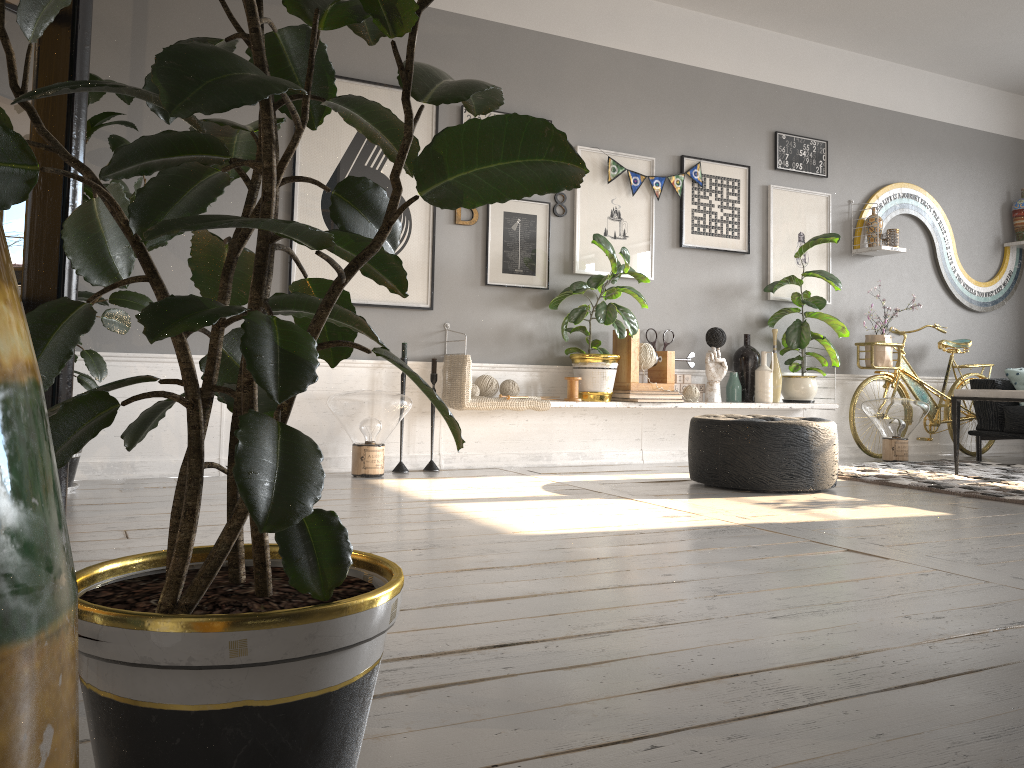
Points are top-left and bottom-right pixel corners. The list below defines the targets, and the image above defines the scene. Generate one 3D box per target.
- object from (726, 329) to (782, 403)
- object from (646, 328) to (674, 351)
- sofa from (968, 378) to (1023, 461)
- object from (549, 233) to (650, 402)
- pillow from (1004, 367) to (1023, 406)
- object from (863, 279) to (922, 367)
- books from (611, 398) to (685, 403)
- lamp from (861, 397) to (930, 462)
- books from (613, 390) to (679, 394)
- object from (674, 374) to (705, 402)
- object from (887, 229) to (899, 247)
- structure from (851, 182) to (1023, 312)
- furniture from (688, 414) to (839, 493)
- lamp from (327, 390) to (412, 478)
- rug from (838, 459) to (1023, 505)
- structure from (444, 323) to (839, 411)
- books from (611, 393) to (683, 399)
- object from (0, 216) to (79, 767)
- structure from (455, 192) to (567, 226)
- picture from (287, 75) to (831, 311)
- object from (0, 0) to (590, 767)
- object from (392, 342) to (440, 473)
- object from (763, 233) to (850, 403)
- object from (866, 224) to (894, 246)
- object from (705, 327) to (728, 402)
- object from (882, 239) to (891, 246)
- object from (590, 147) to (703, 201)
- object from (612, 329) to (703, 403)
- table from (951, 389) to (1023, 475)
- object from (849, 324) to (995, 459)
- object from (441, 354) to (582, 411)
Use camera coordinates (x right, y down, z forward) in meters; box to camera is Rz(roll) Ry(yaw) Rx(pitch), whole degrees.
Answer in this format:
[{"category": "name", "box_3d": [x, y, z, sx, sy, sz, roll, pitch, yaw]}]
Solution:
[{"category": "object", "box_3d": [1.588, -0.123, 5.801, 0.331, 0.490, 0.285, 0, -3, 23]}, {"category": "object", "box_3d": [0.941, -0.121, 5.635, 0.221, 0.465, 0.019, 3, -4, -27]}, {"category": "sofa", "box_3d": [4.179, 0.182, 5.534, 0.969, 0.800, 2.338, 2, 0, -28]}, {"category": "object", "box_3d": [0.522, -0.380, 5.204, 0.509, 0.967, 0.545, 4, -3, -42]}, {"category": "pillow", "box_3d": [3.853, -0.008, 6.074, 0.442, 0.363, 0.798, 2, -1, -45]}, {"category": "object", "box_3d": [2.754, -0.429, 6.355, 0.488, 0.643, 0.253, 2, -3, -9]}, {"category": "books", "box_3d": [0.813, 0.097, 5.396, 0.367, 0.021, 0.296, 1, 0, -33]}, {"category": "lamp", "box_3d": [2.616, 0.313, 6.042, 0.432, 0.439, 0.431, 1, -2, 4]}, {"category": "books", "box_3d": [0.798, 0.050, 5.397, 0.378, 0.017, 0.229, 1, 0, -30]}, {"category": "object", "box_3d": [1.115, 0.026, 5.676, 0.264, 0.174, 0.078, 2, -3, -21]}, {"category": "object", "box_3d": [2.764, -1.050, 6.419, 0.085, 0.140, 0.085, 3, -3, -34]}, {"category": "structure", "box_3d": [3.445, -1.061, 6.836, 2.020, 0.959, 0.266, 1, -3, -27]}, {"category": "furniture", "box_3d": [1.270, 0.336, 4.498, 0.734, 0.358, 0.735, 2, 0, -40]}, {"category": "lamp", "box_3d": [-0.731, 0.250, 4.521, 0.432, 0.439, 0.431, 1, -2, -5]}, {"category": "rug", "box_3d": [2.905, 0.536, 4.661, 1.768, 0.034, 2.524, 1, 0, -27]}, {"category": "structure", "box_3d": [0.915, -0.079, 5.489, 2.772, 0.488, 0.307, 1, -2, -27]}, {"category": "books", "box_3d": [0.805, 0.072, 5.388, 0.383, 0.029, 0.260, 1, 0, -26]}, {"category": "object", "box_3d": [-0.270, -0.053, 0.328, 0.215, 1.128, 0.215, 3, -4, -33]}, {"category": "structure", "box_3d": [0.004, -1.041, 5.240, 0.738, 0.264, 0.024, 1, -3, -27]}, {"category": "picture", "box_3d": [-0.046, -1.132, 2.959, 7.284, 1.801, 4.034, 1, 0, -27]}, {"category": "object", "box_3d": [-1.135, -0.421, 2.370, 1.010, 1.800, 3.892, 3, -1, -27]}, {"category": "object", "box_3d": [-0.510, 0.120, 4.799, 0.279, 0.703, 0.091, 3, -4, -34]}, {"category": "object", "box_3d": [1.987, -0.446, 5.982, 0.567, 1.154, 0.414, 1, -3, 12]}, {"category": "object", "box_3d": [2.640, -1.064, 6.341, 0.197, 0.166, 0.060, 1, -3, 7]}, {"category": "object", "box_3d": [1.300, -0.124, 5.672, 0.155, 0.485, 0.136, 3, -4, -27]}, {"category": "object", "box_3d": [2.750, -1.023, 6.498, 0.062, 0.082, 0.062, 0, -3, 39]}, {"category": "object", "box_3d": [0.893, -1.340, 5.675, 0.913, 0.341, 0.057, 1, -3, -27]}, {"category": "object", "box_3d": [0.913, -0.107, 5.457, 0.545, 0.441, 0.238, 2, -3, -27]}, {"category": "table", "box_3d": [3.153, 0.302, 4.546, 0.731, 0.512, 1.454, 2, 0, -27]}, {"category": "object", "box_3d": [3.092, 0.057, 6.527, 1.623, 0.973, 0.426, 2, -3, -35]}, {"category": "object", "box_3d": [0.023, -0.002, 5.005, 0.784, 0.308, 0.328, 1, -1, -26]}]
